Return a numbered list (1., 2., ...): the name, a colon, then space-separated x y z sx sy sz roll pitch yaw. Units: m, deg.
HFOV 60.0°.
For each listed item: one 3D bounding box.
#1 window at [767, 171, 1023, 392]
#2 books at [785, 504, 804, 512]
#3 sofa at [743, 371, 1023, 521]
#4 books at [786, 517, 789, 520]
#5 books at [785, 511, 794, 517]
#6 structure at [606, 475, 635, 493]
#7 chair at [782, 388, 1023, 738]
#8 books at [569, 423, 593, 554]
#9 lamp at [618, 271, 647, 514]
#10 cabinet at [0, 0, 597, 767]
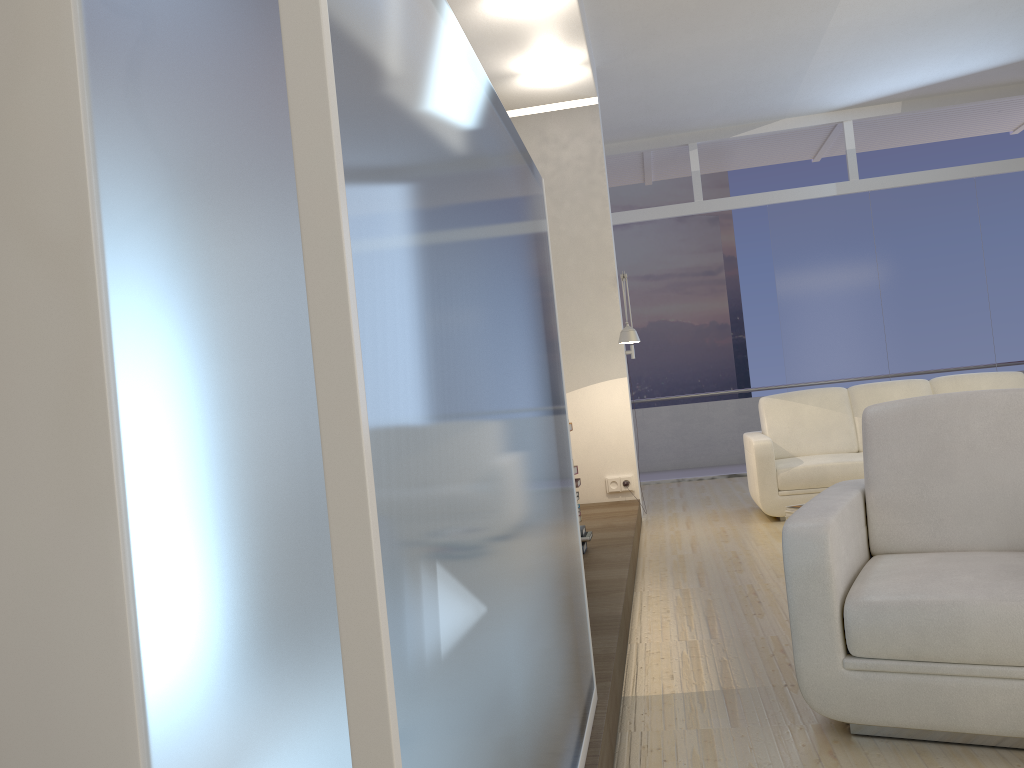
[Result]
1. window: 4.216 -0.645 8.804 2.988 2.706 0.012 -6 -1 9
2. books: 1.884 0.760 5.478 0.287 0.025 0.247 -5 -1 -17
3. sofa: 2.777 0.406 6.273 2.166 0.862 0.941 -6 -1 9
4. books: 1.896 0.824 5.478 0.328 0.027 0.247 -5 -1 -15
5. books: 1.893 0.791 5.479 0.319 0.038 0.247 -5 -1 -20
6. structure: 0.815 0.756 6.691 0.206 0.114 0.028 -6 -1 9
7. chair: 1.352 0.442 2.576 0.919 0.828 0.941 -7 -2 29
8. books: 0.229 0.545 4.707 0.329 0.694 0.270 -6 -1 9
9. lamp: 0.851 0.070 6.466 0.204 1.841 0.891 -6 -1 5
10. cabinet: -0.316 0.173 1.601 0.689 1.396 1.670 -6 -1 9
